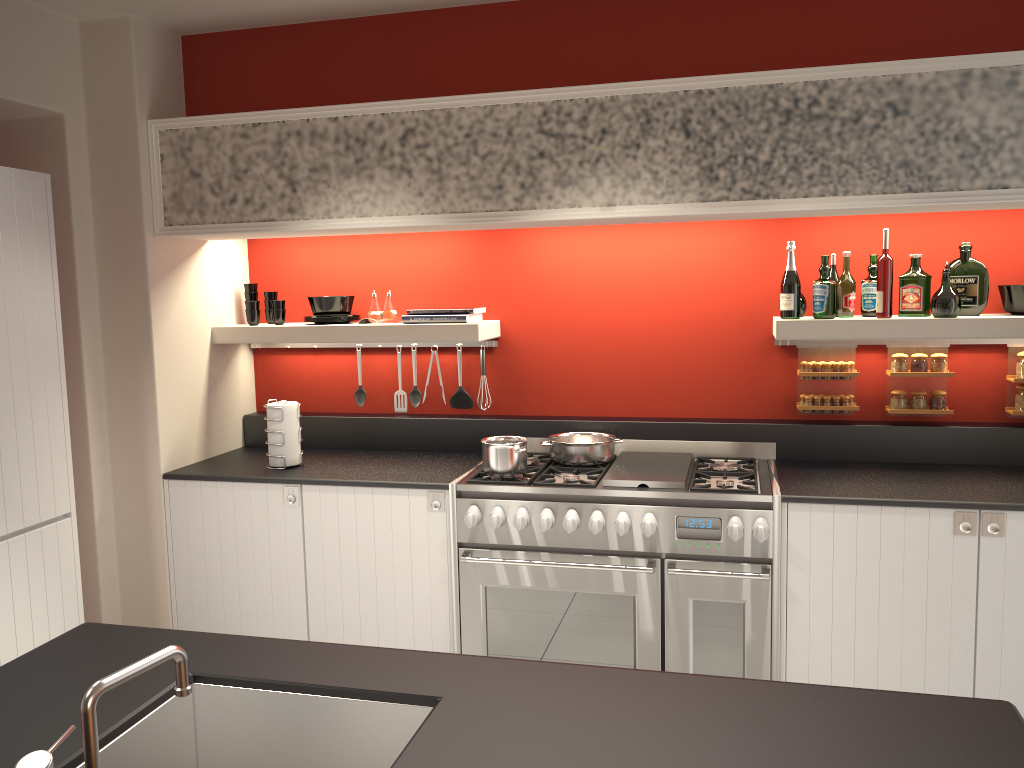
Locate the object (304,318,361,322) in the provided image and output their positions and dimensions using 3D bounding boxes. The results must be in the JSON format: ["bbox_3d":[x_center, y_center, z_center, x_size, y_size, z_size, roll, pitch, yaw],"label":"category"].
[{"bbox_3d":[-0.897,-0.315,4.425,0.280,0.016,0.280,0,7,14],"label":"object"}]

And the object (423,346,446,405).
[{"bbox_3d":[-0.394,-0.044,4.448,0.124,0.296,0.009,0,6,14],"label":"object"}]

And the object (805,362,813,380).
[{"bbox_3d":[1.314,-0.058,3.927,0.034,0.078,0.034,3,7,35],"label":"object"}]

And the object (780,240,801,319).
[{"bbox_3d":[1.181,-0.441,3.756,0.083,0.331,0.083,-3,6,-14],"label":"object"}]

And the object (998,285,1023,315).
[{"bbox_3d":[2.134,-0.346,3.640,0.251,0.121,0.251,-2,6,-3],"label":"object"}]

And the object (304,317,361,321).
[{"bbox_3d":[-0.897,-0.320,4.424,0.280,0.016,0.280,0,7,14],"label":"object"}]

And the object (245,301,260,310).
[{"bbox_3d":[-1.280,-0.371,4.384,0.070,0.076,0.070,-3,6,-14],"label":"object"}]

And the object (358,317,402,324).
[{"bbox_3d":[-0.632,-0.310,4.334,0.160,0.027,0.183,5,9,43],"label":"object"}]

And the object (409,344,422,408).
[{"bbox_3d":[-0.490,-0.040,4.470,0.067,0.323,0.022,0,6,13],"label":"object"}]

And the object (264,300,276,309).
[{"bbox_3d":[-1.228,-0.389,4.530,0.070,0.076,0.070,-3,6,-14],"label":"object"}]

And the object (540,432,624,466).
[{"bbox_3d":[0.317,0.293,4.016,0.309,0.104,0.309,4,9,42],"label":"object"}]

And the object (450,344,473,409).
[{"bbox_3d":[-0.254,-0.036,4.431,0.123,0.330,0.040,0,6,14],"label":"object"}]

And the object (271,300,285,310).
[{"bbox_3d":[-1.159,-0.376,4.404,0.070,0.076,0.070,-3,6,-14],"label":"object"}]

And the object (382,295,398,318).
[{"bbox_3d":[-0.603,-0.371,4.361,0.077,0.134,0.076,-2,6,-2],"label":"object"}]

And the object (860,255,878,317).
[{"bbox_3d":[1.551,-0.421,3.808,0.094,0.262,0.094,-3,6,-19],"label":"object"}]

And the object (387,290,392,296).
[{"bbox_3d":[-0.603,-0.445,4.353,0.026,0.032,0.023,-2,6,-3],"label":"object"}]

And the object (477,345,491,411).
[{"bbox_3d":[-0.141,-0.028,4.384,0.069,0.328,0.069,-2,6,-8],"label":"object"}]

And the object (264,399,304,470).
[{"bbox_3d":[-1.054,0.227,4.085,0.163,0.304,0.168,4,8,43],"label":"object"}]

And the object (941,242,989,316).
[{"bbox_3d":[1.882,-0.435,3.685,0.186,0.303,0.057,5,9,44],"label":"object"}]

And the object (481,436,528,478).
[{"bbox_3d":[-0.031,0.310,3.772,0.201,0.148,0.201,-1,6,7],"label":"object"}]

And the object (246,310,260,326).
[{"bbox_3d":[-1.279,-0.328,4.388,0.070,0.076,0.070,-3,6,-14],"label":"object"}]

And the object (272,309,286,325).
[{"bbox_3d":[-1.158,-0.333,4.408,0.070,0.076,0.070,-3,6,-14],"label":"object"}]

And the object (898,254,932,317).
[{"bbox_3d":[1.693,-0.414,3.726,0.112,0.260,0.071,4,8,43],"label":"object"}]

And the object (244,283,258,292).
[{"bbox_3d":[-1.338,-0.477,4.549,0.070,0.076,0.070,-3,6,-14],"label":"object"}]

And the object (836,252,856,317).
[{"bbox_3d":[1.425,-0.425,3.783,0.080,0.278,0.080,1,6,18],"label":"object"}]

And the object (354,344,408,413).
[{"bbox_3d":[-0.673,-0.028,4.517,0.287,0.351,0.022,0,6,16],"label":"object"}]

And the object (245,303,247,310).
[{"bbox_3d":[-1.336,-0.390,4.558,0.070,0.076,0.070,-3,6,-14],"label":"object"}]

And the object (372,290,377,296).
[{"bbox_3d":[-0.665,-0.437,4.288,0.023,0.031,0.024,-5,7,-34],"label":"object"}]

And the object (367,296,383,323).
[{"bbox_3d":[-0.663,-0.362,4.295,0.076,0.131,0.076,-5,7,-33],"label":"object"}]

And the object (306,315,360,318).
[{"bbox_3d":[-0.897,-0.331,4.423,0.280,0.016,0.280,0,7,14],"label":"object"}]

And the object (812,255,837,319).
[{"bbox_3d":[1.306,-0.405,3.705,0.094,0.264,0.094,-1,6,3],"label":"object"}]

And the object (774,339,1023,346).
[{"bbox_3d":[1.853,-0.188,3.877,1.355,0.034,0.048,0,7,14],"label":"object"}]

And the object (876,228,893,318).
[{"bbox_3d":[1.547,-0.461,3.707,0.062,0.365,0.210,0,6,14],"label":"object"}]

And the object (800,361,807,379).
[{"bbox_3d":[1.307,-0.062,3.968,0.034,0.078,0.034,3,7,35],"label":"object"}]

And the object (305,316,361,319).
[{"bbox_3d":[-0.897,-0.325,4.424,0.280,0.016,0.280,0,7,14],"label":"object"}]

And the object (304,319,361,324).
[{"bbox_3d":[-0.897,-0.309,4.425,0.280,0.016,0.280,0,7,14],"label":"object"}]

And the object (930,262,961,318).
[{"bbox_3d":[1.754,-0.383,3.583,0.113,0.226,0.113,2,7,26],"label":"object"}]

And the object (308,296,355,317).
[{"bbox_3d":[-0.898,-0.382,4.418,0.233,0.108,0.233,-6,8,-34],"label":"object"}]

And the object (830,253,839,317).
[{"bbox_3d":[1.404,-0.433,3.879,0.083,0.277,0.084,1,6,18],"label":"object"}]

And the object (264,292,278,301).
[{"bbox_3d":[-1.229,-0.433,4.526,0.070,0.076,0.070,-3,6,-14],"label":"object"}]

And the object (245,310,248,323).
[{"bbox_3d":[-1.335,-0.346,4.563,0.070,0.076,0.070,-3,6,-14],"label":"object"}]

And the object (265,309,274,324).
[{"bbox_3d":[-1.227,-0.345,4.535,0.070,0.076,0.070,-3,6,-14],"label":"object"}]

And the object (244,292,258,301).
[{"bbox_3d":[-1.337,-0.433,4.553,0.070,0.076,0.070,-3,6,-14],"label":"object"}]

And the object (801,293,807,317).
[{"bbox_3d":[1.248,-0.411,3.934,0.113,0.226,0.113,-5,7,-34],"label":"object"}]
